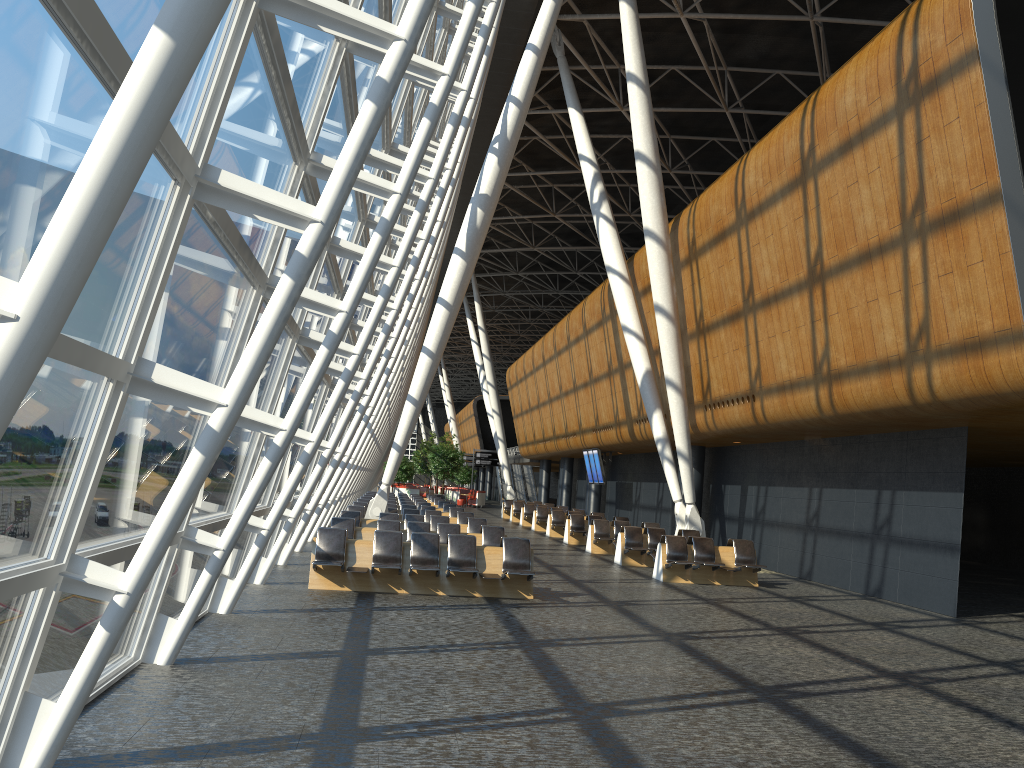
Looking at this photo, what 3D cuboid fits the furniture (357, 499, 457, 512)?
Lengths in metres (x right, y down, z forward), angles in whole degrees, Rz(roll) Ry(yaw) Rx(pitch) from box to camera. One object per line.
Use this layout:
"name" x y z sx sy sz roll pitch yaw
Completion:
"furniture" -3.352 4.164 27.970 3.254 0.867 1.666 4 -5 -8

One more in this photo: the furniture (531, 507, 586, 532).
"furniture" 1.718 4.924 31.932 1.898 0.867 1.666 4 -5 -8

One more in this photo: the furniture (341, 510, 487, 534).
"furniture" -2.128 3.256 19.054 3.254 0.867 1.666 4 -5 -8

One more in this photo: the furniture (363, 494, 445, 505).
"furniture" -4.169 4.770 33.914 3.254 0.867 1.666 4 -5 -8

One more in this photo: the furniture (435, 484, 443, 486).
"furniture" -8.126 12.228 103.627 1.898 0.867 1.666 4 -5 -8

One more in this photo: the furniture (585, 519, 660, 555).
"furniture" 2.942 4.015 23.016 1.898 0.867 1.666 4 -5 -8

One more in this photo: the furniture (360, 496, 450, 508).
"furniture" -3.760 4.467 30.942 3.254 0.867 1.666 4 -5 -8

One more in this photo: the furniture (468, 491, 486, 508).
"furniture" -2.106 7.070 54.208 0.888 1.004 2.844 3 -6 5

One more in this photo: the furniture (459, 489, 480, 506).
"furniture" -3.010 7.324 57.024 0.893 1.006 2.826 6 -6 -40

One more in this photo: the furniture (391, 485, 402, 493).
"furniture" -7.158 6.921 55.761 0.888 1.004 2.844 3 -6 5

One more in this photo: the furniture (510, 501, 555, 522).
"furniture" 0.902 5.529 37.876 1.898 0.867 1.666 4 -5 -8

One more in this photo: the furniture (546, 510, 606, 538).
"furniture" 2.126 4.621 28.960 1.898 0.867 1.666 4 -5 -8

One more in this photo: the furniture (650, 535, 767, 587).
"furniture" 3.758 3.410 17.071 1.898 0.867 1.666 4 -5 -8

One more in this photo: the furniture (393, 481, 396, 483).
"furniture" -13.604 11.771 102.637 3.254 0.867 1.666 4 -5 -8

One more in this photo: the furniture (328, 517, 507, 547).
"furniture" -1.720 2.953 16.081 3.254 0.867 1.666 4 -5 -8

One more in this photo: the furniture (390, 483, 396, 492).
"furniture" -9.088 8.270 69.060 0.889 1.004 2.838 4 -6 -10

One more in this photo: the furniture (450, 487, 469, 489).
"furniture" -4.029 8.080 64.449 0.893 1.006 2.826 6 -6 -40

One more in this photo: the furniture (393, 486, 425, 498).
"furniture" -6.254 6.667 52.945 0.893 1.006 2.826 6 -6 -40

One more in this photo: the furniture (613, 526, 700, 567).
"furniture" 3.350 3.712 20.044 1.898 0.867 1.666 4 -5 -8

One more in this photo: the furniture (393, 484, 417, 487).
"furniture" -7.273 7.424 60.371 0.893 1.006 2.826 6 -6 -40

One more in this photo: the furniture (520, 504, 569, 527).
"furniture" 1.310 5.226 34.904 1.898 0.867 1.666 4 -5 -8

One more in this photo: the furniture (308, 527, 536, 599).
"furniture" -1.312 2.650 13.109 3.254 0.867 1.666 4 -5 -8

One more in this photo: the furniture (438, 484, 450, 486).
"furniture" -7.718 11.925 100.655 1.898 0.867 1.666 4 -5 -8

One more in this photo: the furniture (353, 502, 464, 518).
"furniture" -2.944 3.861 24.998 3.254 0.867 1.666 4 -5 -8

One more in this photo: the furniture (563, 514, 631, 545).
"furniture" 2.534 4.318 25.988 1.898 0.867 1.666 4 -5 -8

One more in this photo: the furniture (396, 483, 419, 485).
"furniture" -8.466 8.629 71.951 0.887 1.006 2.846 2 -6 35

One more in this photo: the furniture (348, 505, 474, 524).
"furniture" -2.536 3.558 22.026 3.254 0.867 1.666 4 -5 -8

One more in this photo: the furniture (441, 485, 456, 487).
"furniture" -6.493 11.017 91.739 1.898 0.867 1.666 4 -5 -8

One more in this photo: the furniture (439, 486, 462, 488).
"furniture" -4.865 8.428 68.075 0.887 1.006 2.846 2 -6 35

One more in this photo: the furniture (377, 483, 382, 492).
"furniture" -9.931 9.046 75.888 3.254 0.867 1.666 4 -5 -8

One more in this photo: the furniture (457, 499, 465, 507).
"furniture" -3.039 7.079 52.333 0.442 0.459 0.445 3 -3 5
